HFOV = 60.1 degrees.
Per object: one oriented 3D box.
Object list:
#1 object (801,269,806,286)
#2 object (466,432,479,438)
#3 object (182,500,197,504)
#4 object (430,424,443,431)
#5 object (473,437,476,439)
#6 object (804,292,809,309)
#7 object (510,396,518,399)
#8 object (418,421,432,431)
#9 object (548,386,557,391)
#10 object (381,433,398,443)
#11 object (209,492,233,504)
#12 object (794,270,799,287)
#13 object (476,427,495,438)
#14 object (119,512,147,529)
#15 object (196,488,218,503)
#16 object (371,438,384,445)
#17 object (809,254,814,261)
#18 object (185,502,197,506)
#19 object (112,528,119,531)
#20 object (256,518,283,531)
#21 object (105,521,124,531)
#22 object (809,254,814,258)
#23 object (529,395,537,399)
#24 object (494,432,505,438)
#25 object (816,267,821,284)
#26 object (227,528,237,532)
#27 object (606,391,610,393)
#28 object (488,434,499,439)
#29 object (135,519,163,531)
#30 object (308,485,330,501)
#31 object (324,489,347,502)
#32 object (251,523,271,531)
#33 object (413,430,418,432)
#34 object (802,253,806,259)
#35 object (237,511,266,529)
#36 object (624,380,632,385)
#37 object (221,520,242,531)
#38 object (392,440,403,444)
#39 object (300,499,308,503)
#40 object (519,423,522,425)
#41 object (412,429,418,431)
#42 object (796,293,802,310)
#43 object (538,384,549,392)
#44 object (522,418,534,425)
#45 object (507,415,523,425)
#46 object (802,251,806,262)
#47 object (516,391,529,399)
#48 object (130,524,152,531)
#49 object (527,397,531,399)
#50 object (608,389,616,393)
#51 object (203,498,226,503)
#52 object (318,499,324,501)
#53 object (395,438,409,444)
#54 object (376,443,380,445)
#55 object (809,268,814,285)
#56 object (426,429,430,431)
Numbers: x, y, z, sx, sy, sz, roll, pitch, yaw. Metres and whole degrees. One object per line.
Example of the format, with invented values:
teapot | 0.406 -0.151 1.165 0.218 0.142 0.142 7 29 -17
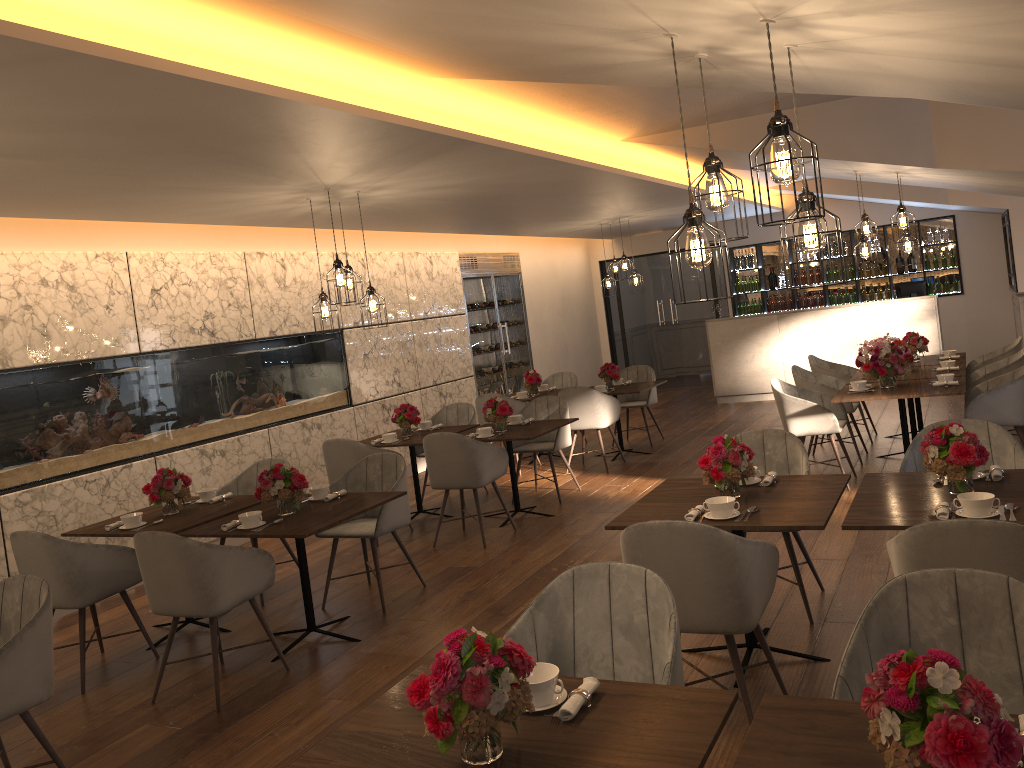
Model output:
object | 4.506 -1.651 13.703 0.065 0.261 0.066 -7 2 6
object | -0.312 0.410 7.028 0.056 0.039 0.176 -5 5 28
object | -2.053 0.755 5.708 0.043 0.015 0.198 -5 5 24
object | -0.676 0.384 7.904 0.056 0.039 0.176 -5 5 28
object | -0.276 0.413 7.021 0.025 0.024 0.193 -6 5 28
object | 4.552 -1.292 13.712 0.065 0.261 0.066 -7 2 6
object | 0.014 0.150 9.668 0.056 0.039 0.176 -5 5 28
object | -0.779 0.376 7.956 0.148 0.072 0.148 -9 4 -20
object | 0.460 0.055 10.120 0.056 0.039 0.176 -5 5 28
object | -1.024 0.453 7.399 0.148 0.072 0.148 -9 4 -20
object | -1.846 0.723 5.621 0.056 0.039 0.176 -5 5 28
object | 4.409 -1.642 13.754 0.065 0.261 0.066 -7 2 6
object | -0.214 0.384 6.976 0.148 0.072 0.148 -9 4 -20
object | -2.194 0.793 5.116 0.148 0.072 0.149 -7 4 5
object | -1.949 0.715 5.672 0.148 0.072 0.149 -7 4 5
object | -1.122 0.479 7.452 0.056 0.039 0.176 -5 5 28
object | 4.597 -1.991 13.590 0.070 0.190 0.041 -6 2 27
object | -2.025 0.759 5.686 0.022 0.004 0.212 -5 5 28
object | -2.256 0.821 5.161 0.025 0.024 0.193 -6 5 28
object | -1.271 0.741 4.658 0.043 0.015 0.198 -5 5 24
object | -2.292 0.818 5.169 0.056 0.039 0.176 -5 5 28
object | 4.592 -2.027 13.589 0.069 0.208 0.040 -6 2 27
object | 0.218 0.142 9.585 0.042 0.015 0.198 -5 5 31
object | -0.102 0.402 6.941 0.043 0.015 0.198 -5 5 24
object | 4.701 -1.667 13.601 0.065 0.261 0.066 -7 2 6
object | -1.446 0.752 4.738 0.025 0.024 0.193 -6 5 28
object | 1.007 0.080 9.180 0.022 0.004 0.212 -5 5 28
object | -0.129 0.409 6.964 0.022 0.004 0.212 -5 5 28
object | -2.088 0.811 5.085 0.042 0.015 0.198 -5 5 31
object | -1.139 0.646 5.249 0.148 0.072 0.149 -7 4 5
object | -1.036 0.654 5.197 0.056 0.039 0.176 -5 5 28
object | -1.299 0.748 4.681 0.022 0.004 0.212 -5 5 28
object | -0.855 0.419 7.969 0.022 0.004 0.212 -5 5 28
object | 4.503 -2.019 13.636 0.069 0.208 0.040 -6 2 27
object | -1.384 0.723 4.692 0.148 0.072 0.149 -7 4 5
object | 1.270 -0.015 9.697 0.056 0.039 0.176 -5 5 28
object | -1.482 0.749 4.745 0.056 0.039 0.176 -5 5 28
object | -0.939 0.478 7.387 0.022 0.004 0.212 -5 5 28
object | -1.215 0.689 5.262 0.022 0.004 0.212 -5 5 28
object | 0.100 0.326 7.488 0.025 0.024 0.193 -6 5 28
object | -0.884 0.416 7.991 0.043 0.015 0.198 -5 5 24
object | 4.455 -1.283 13.763 0.065 0.261 0.066 -7 2 6
object | 0.357 0.047 10.172 0.149 0.072 0.148 -11 5 -40
object | 0.134 0.315 7.480 0.056 0.039 0.176 -5 5 28
object | 0.031 0.307 7.532 0.148 0.072 0.148 -9 4 -20
object | 4.508 -1.983 13.637 0.070 0.190 0.041 -6 2 27
object | 0.112 0.124 9.616 0.148 0.072 0.148 -9 4 -20
object | -2.109 0.818 5.104 0.022 0.004 0.212 -5 5 28
object | 0.197 0.149 9.604 0.022 0.004 0.212 -5 5 28
object | 1.034 0.072 9.158 0.043 0.015 0.198 -5 5 24
object | -1.880 0.734 5.628 0.025 0.024 0.193 -6 5 28
object | -1.070 0.665 5.205 0.025 0.024 0.193 -6 5 28
object | -0.911 0.471 7.365 0.043 0.015 0.198 -5 5 24
object | -1.086 0.482 7.445 0.025 0.024 0.193 -6 5 28
object | 4.603 -1.659 13.652 0.065 0.261 0.066 -7 2 6
object | -0.710 0.395 7.911 0.025 0.024 0.193 -6 5 28
